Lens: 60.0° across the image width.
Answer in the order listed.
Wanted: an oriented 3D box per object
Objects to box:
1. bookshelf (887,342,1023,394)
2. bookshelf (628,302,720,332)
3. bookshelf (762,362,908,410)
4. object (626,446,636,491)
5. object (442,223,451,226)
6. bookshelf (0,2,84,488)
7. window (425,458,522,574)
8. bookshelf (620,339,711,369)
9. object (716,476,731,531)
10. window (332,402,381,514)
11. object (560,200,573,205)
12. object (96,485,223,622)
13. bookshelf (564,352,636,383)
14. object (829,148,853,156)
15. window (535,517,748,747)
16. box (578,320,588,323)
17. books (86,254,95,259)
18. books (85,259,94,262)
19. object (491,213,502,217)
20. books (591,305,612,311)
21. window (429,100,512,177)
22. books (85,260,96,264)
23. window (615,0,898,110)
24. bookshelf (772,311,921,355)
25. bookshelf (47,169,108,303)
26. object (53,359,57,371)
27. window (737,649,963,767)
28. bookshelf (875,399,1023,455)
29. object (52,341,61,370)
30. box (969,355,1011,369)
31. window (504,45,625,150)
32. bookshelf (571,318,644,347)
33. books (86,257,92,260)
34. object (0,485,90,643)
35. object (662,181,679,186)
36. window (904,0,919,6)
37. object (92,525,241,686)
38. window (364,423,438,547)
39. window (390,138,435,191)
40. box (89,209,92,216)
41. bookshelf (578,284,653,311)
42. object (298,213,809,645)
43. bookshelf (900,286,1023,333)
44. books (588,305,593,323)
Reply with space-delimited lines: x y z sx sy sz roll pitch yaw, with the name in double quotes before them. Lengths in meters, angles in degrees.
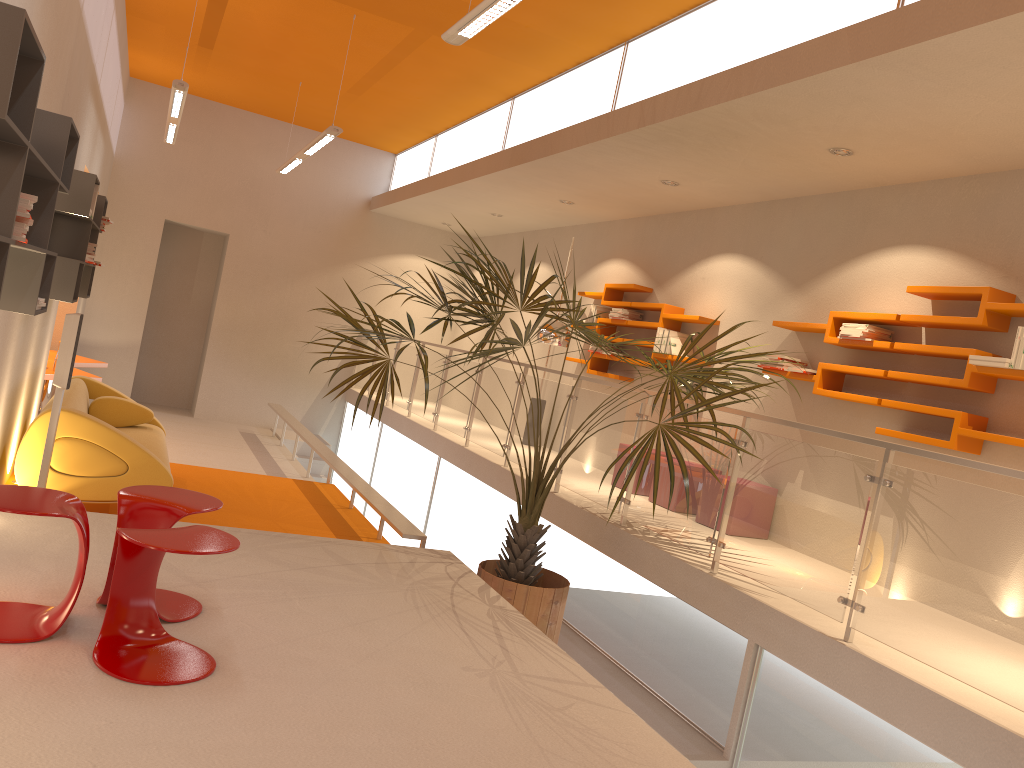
"bookshelf" 2.665 -0.070 5.009 0.220 0.220 1.150 11 2 -23
"bookshelf" 1.446 -0.597 8.011 0.220 0.220 1.150 11 2 -23
"bookshelf" 2.176 -0.021 6.098 0.220 0.220 1.150 11 2 -23
"object" 1.161 0.758 7.745 0.390 0.377 0.390 11 2 -23
"object" -0.933 -2.303 12.683 0.143 0.059 0.143 13 2 38
"bookshelf" -2.091 -0.026 3.608 0.322 2.145 3.370 11 2 -21
"window" 0.107 2.136 4.748 0.481 5.399 8.922 11 2 -11
"bookshelf" 1.373 -0.247 8.021 0.220 0.220 1.150 11 2 -23
"object" 1.660 0.898 6.551 0.390 0.377 0.390 11 2 -28
"window" -2.420 2.220 12.247 0.006 3.760 2.078 11 2 -23
"object" 0.562 -1.883 9.103 0.143 0.059 0.143 13 2 38
"object" -1.415 0.676 3.563 0.391 0.450 0.420 12 2 7
"bookshelf" 0.884 -0.200 9.110 0.220 0.220 1.150 11 2 -23
"object" 2.056 -1.464 5.526 0.143 0.059 0.143 10 2 -40
"window" 0.839 1.101 3.585 0.908 1.393 6.719 12 2 -4
"box" 0.815 -0.630 9.331 0.232 0.047 0.232 11 2 -23
"books" -2.952 -0.884 5.973 0.190 0.015 0.254 12 2 -7
"books" -2.962 -0.857 5.976 0.190 0.011 0.268 12 2 -7
"object" -0.185 -2.093 10.892 0.143 0.059 0.143 13 2 38
"books" 0.920 -0.696 9.211 0.230 0.227 0.017 11 2 -23
"window" -0.532 -2.688 10.125 0.006 0.660 2.494 11 2 -23
"books" -2.964 -0.845 5.980 0.210 0.013 0.297 11 2 -8
"window" 1.371 -2.153 5.570 0.006 0.660 2.794 11 2 -23
"bookshelf" 2.249 -0.371 6.087 0.220 0.220 1.150 11 2 -23
"bookshelf" -3.078 -1.003 6.220 0.252 0.790 2.000 11 2 -23
"object" -4.137 -0.169 8.067 0.060 0.106 0.060 12 2 9
"window" 1.097 2.828 2.232 0.993 4.599 4.234 12 2 9
"bookshelf" 2.593 0.280 5.019 0.220 0.220 1.150 11 2 -23
"object" -4.130 -0.260 8.073 0.088 0.288 0.101 13 2 37
"box" 2.682 -0.106 4.860 0.232 0.047 0.232 11 2 -23
"window" 0.391 -2.429 7.916 0.006 0.660 2.241 11 2 -23
"bookshelf" 0.957 -0.550 9.100 0.220 0.220 1.150 11 2 -23
"books" -2.957 -0.869 5.966 0.190 0.015 0.254 11 2 -12
"object" -1.728 0.624 3.125 0.420 0.450 0.391 11 2 -23
"object" 1.309 -1.674 7.315 0.143 0.059 0.143 13 2 38
"window" 2.279 -1.898 3.395 0.006 0.660 1.869 11 2 -23
"object" -1.194 0.737 3.063 0.420 0.450 0.391 13 2 37
"window" -1.564 2.460 10.197 0.006 3.760 2.311 11 2 -23
"window" -1.387 -2.928 12.174 0.006 0.660 1.894 11 2 -23
"box" -2.731 -1.084 5.479 0.232 0.047 0.232 11 2 -23
"bookshelf" 1.029 -0.898 9.089 0.220 0.220 1.150 11 2 -23
"object" 0.259 0.335 5.213 3.098 2.600 3.241 11 2 -15
"bookshelf" 2.738 -0.418 4.998 0.220 0.220 1.150 11 2 -23
"books" 0.907 -0.699 9.225 0.230 0.227 0.017 11 2 -23
